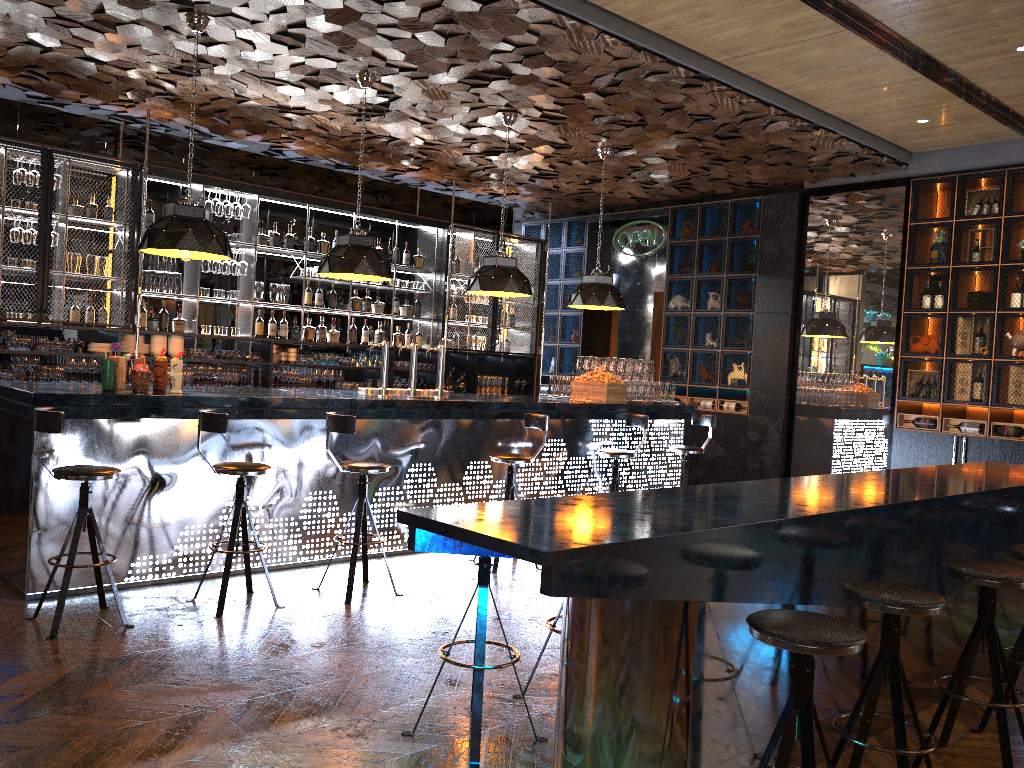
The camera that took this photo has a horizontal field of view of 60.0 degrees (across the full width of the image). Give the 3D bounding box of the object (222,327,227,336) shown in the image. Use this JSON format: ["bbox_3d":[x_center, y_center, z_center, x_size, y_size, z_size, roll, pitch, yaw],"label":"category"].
[{"bbox_3d":[-2.904,-0.526,8.902,0.089,0.092,0.089,3,2,-32],"label":"object"}]

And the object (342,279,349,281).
[{"bbox_3d":[-1.854,-1.181,9.909,0.089,0.092,0.089,3,1,0],"label":"object"}]

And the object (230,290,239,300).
[{"bbox_3d":[-2.764,-0.883,8.834,0.089,0.092,0.089,4,2,32],"label":"object"}]

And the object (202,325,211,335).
[{"bbox_3d":[-3.001,-0.527,8.699,0.089,0.092,0.089,4,1,20],"label":"object"}]

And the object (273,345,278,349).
[{"bbox_3d":[-2.463,-0.373,9.109,0.094,0.069,0.106,2,2,-36],"label":"object"}]

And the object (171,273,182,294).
[{"bbox_3d":[-3.221,-0.961,8.522,0.105,0.209,0.105,3,1,3],"label":"object"}]

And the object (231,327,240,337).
[{"bbox_3d":[-2.784,-0.520,8.926,0.089,0.092,0.089,3,2,-32],"label":"object"}]

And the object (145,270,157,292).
[{"bbox_3d":[-3.402,-0.968,8.373,0.105,0.209,0.105,3,1,3],"label":"object"}]

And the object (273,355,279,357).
[{"bbox_3d":[-2.463,-0.285,9.118,0.149,0.025,0.149,4,1,10],"label":"object"}]

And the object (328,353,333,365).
[{"bbox_3d":[-1.970,-0.268,9.647,0.108,0.126,0.108,5,2,43],"label":"object"}]

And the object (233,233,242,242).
[{"bbox_3d":[-2.740,-1.452,8.847,0.089,0.092,0.089,4,1,16],"label":"object"}]

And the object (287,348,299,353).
[{"bbox_3d":[-2.289,-0.338,9.242,0.094,0.068,0.106,2,2,-42],"label":"object"}]

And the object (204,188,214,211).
[{"bbox_3d":[-3.000,-1.806,8.784,0.092,0.244,0.092,4,1,8],"label":"object"}]

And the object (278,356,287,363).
[{"bbox_3d":[-2.399,-0.256,9.284,0.094,0.067,0.106,4,1,10],"label":"object"}]

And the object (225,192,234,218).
[{"bbox_3d":[-2.846,-1.800,8.925,0.092,0.244,0.092,4,1,8],"label":"object"}]

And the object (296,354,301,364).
[{"bbox_3d":[-2.276,-0.268,9.478,0.058,0.099,0.067,4,1,8],"label":"object"}]

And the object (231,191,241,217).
[{"bbox_3d":[-2.735,-1.791,8.803,0.092,0.244,0.092,4,1,8],"label":"object"}]

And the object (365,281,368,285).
[{"bbox_3d":[-1.672,-1.173,10.031,0.089,0.092,0.089,2,2,-43],"label":"object"}]

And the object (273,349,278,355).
[{"bbox_3d":[-2.458,-0.328,9.117,0.107,0.070,0.094,3,1,-12],"label":"object"}]

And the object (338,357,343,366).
[{"bbox_3d":[-1.873,-0.248,9.684,0.098,0.097,0.098,3,1,-4],"label":"object"}]

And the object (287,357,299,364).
[{"bbox_3d":[-2.295,-0.249,9.253,0.094,0.067,0.106,4,2,36],"label":"object"}]

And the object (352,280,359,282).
[{"bbox_3d":[-1.727,-1.171,9.804,0.089,0.092,0.089,4,1,20],"label":"object"}]

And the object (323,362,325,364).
[{"bbox_3d":[-2.054,-0.275,9.737,0.108,0.126,0.108,4,1,19],"label":"object"}]

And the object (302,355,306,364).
[{"bbox_3d":[-2.180,-0.259,9.342,0.058,0.099,0.067,4,1,17],"label":"object"}]

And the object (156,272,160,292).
[{"bbox_3d":[-3.393,-0.971,8.529,0.105,0.209,0.105,3,1,3],"label":"object"}]

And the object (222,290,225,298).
[{"bbox_3d":[-2.934,-0.895,8.913,0.089,0.092,0.089,3,1,-10],"label":"object"}]

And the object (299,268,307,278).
[{"bbox_3d":[-2.246,-1.195,9.550,0.089,0.092,0.089,4,1,20],"label":"object"}]

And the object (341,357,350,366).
[{"bbox_3d":[-1.806,-0.243,9.607,0.098,0.097,0.098,4,2,27],"label":"object"}]

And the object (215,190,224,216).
[{"bbox_3d":[-2.919,-1.803,8.858,0.092,0.244,0.092,4,1,8],"label":"object"}]

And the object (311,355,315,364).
[{"bbox_3d":[-2.114,-0.256,9.363,0.067,0.099,0.058,3,1,-7],"label":"object"}]

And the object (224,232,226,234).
[{"bbox_3d":[-2.880,-1.459,8.788,0.089,0.092,0.089,4,1,16],"label":"object"}]

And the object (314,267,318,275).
[{"bbox_3d":[-2.074,-1.203,9.476,0.089,0.092,0.089,3,1,0],"label":"object"}]

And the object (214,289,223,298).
[{"bbox_3d":[-2.911,-0.891,8.783,0.089,0.092,0.089,4,2,26],"label":"object"}]

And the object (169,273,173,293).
[{"bbox_3d":[-3.305,-0.968,8.595,0.105,0.209,0.105,3,1,3],"label":"object"}]

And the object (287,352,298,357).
[{"bbox_3d":[-2.296,-0.294,9.253,0.094,0.069,0.106,3,1,-1],"label":"object"}]

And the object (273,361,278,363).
[{"bbox_3d":[-2.467,-0.232,9.120,0.149,0.022,0.149,4,1,17],"label":"object"}]

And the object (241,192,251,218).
[{"bbox_3d":[-2.658,-1.788,8.872,0.092,0.244,0.092,4,1,8],"label":"object"}]

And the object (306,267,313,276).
[{"bbox_3d":[-2.154,-1.186,9.414,0.089,0.092,0.089,3,1,-17],"label":"object"}]

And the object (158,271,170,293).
[{"bbox_3d":[-3.315,-0.965,8.453,0.105,0.209,0.105,3,1,3],"label":"object"}]

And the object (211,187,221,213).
[{"bbox_3d":[-2.890,-1.797,8.662,0.092,0.244,0.092,4,1,8],"label":"object"}]

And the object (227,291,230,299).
[{"bbox_3d":[-2.850,-0.892,8.999,0.089,0.092,0.089,4,2,32],"label":"object"}]

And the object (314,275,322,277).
[{"bbox_3d":[-2.075,-1.183,9.477,0.089,0.092,0.089,4,1,20],"label":"object"}]

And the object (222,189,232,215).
[{"bbox_3d":[-2.808,-1.794,8.736,0.092,0.244,0.092,4,1,8],"label":"object"}]

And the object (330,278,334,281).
[{"bbox_3d":[-2.000,-1.185,9.745,0.089,0.092,0.089,4,2,37],"label":"object"}]

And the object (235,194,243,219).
[{"bbox_3d":[-2.769,-1.798,8.994,0.092,0.244,0.092,4,1,8],"label":"object"}]

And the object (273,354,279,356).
[{"bbox_3d":[-2.464,-0.297,9.117,0.149,0.026,0.148,2,2,-36],"label":"object"}]

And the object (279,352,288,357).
[{"bbox_3d":[-2.389,-0.300,9.286,0.105,0.069,0.094,4,2,25],"label":"object"}]

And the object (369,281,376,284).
[{"bbox_3d":[-1.560,-1.164,9.939,0.089,0.092,0.089,4,1,11],"label":"object"}]

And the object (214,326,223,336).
[{"bbox_3d":[-2.904,-0.523,8.770,0.089,0.092,0.089,4,1,11],"label":"object"}]

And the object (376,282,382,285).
[{"bbox_3d":[-1.509,-1.163,10.031,0.089,0.092,0.089,3,1,2],"label":"object"}]

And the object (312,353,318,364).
[{"bbox_3d":[-2.137,-0.278,9.661,0.100,0.125,0.100,3,2,-29],"label":"object"}]

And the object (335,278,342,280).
[{"bbox_3d":[-1.889,-1.177,9.658,0.089,0.092,0.089,3,1,-17],"label":"object"}]

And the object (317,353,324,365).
[{"bbox_3d":[-2.056,-0.271,9.575,0.100,0.125,0.100,4,1,5],"label":"object"}]

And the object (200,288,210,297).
[{"bbox_3d":[-3.025,-0.896,8.738,0.089,0.092,0.089,4,2,26],"label":"object"}]

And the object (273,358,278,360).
[{"bbox_3d":[-2.465,-0.253,9.120,0.149,0.023,0.149,4,2,32],"label":"object"}]

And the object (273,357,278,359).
[{"bbox_3d":[-2.464,-0.266,9.119,0.149,0.024,0.149,2,2,-43],"label":"object"}]

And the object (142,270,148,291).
[{"bbox_3d":[-3.489,-0.975,8.452,0.105,0.209,0.105,3,1,3],"label":"object"}]

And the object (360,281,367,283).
[{"bbox_3d":[-1.654,-1.169,9.887,0.089,0.092,0.089,4,1,11],"label":"object"}]

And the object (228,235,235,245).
[{"bbox_3d":[-2.841,-1.462,9.004,0.089,0.092,0.089,4,1,16],"label":"object"}]
